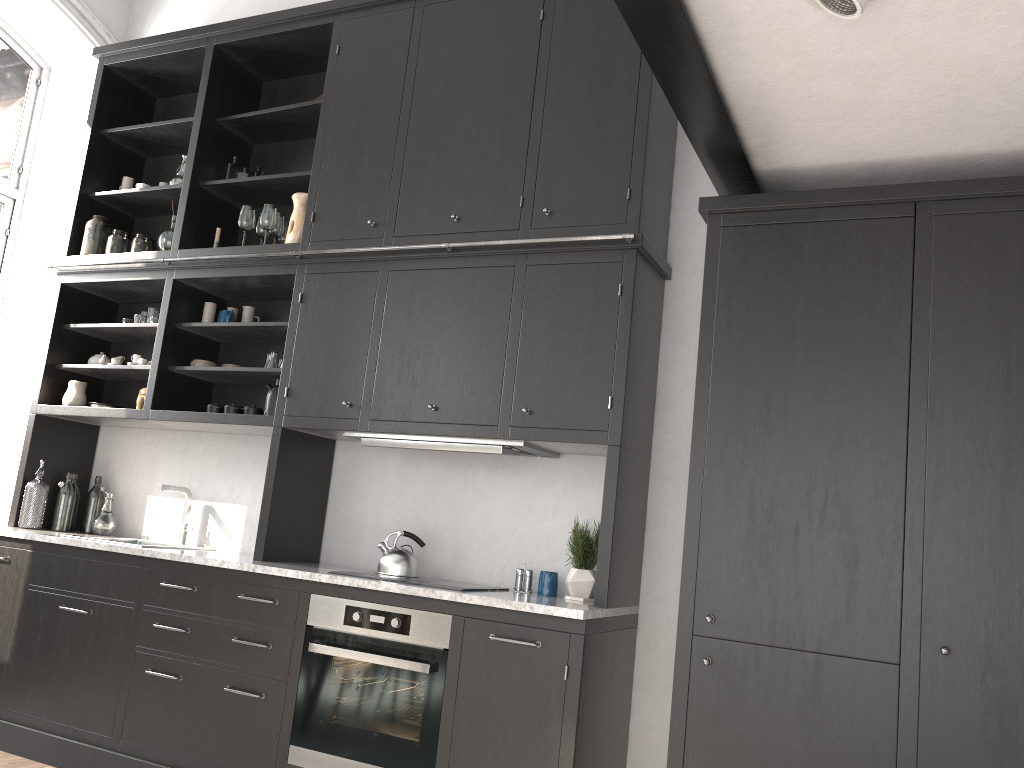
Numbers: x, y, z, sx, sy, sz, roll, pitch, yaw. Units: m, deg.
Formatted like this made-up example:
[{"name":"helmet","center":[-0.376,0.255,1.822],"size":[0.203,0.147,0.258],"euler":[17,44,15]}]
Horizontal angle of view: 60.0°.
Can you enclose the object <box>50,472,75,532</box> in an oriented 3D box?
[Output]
[{"name":"object","center":[-2.307,0.607,4.570],"size":[0.086,0.301,0.086],"euler":[4,-10,11]}]

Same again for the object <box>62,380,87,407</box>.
[{"name":"object","center":[-2.280,0.061,4.641],"size":[0.115,0.144,0.127],"euler":[5,-10,4]}]

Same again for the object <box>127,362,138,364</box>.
[{"name":"object","center":[-1.943,-0.098,4.582],"size":[0.085,0.016,0.085],"euler":[10,-11,-23]}]

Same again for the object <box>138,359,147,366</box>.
[{"name":"object","center":[-1.897,-0.101,4.538],"size":[0.049,0.054,0.039],"euler":[14,-12,-38]}]

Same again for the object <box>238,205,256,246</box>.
[{"name":"object","center":[-1.290,-0.748,4.295],"size":[0.083,0.221,0.083],"euler":[12,-11,-32]}]

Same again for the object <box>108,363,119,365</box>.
[{"name":"object","center":[-2.079,-0.093,4.656],"size":[0.085,0.017,0.085],"euler":[2,-11,21]}]

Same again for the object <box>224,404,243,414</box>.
[{"name":"object","center":[-1.300,0.122,4.140],"size":[0.104,0.059,0.088],"euler":[5,-10,4]}]

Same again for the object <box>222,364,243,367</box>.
[{"name":"object","center":[-1.393,-0.072,4.437],"size":[0.112,0.035,0.113],"euler":[10,-11,-21]}]

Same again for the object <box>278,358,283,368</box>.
[{"name":"object","center":[-1.130,-0.075,4.332],"size":[0.058,0.094,0.058],"euler":[6,-10,3]}]

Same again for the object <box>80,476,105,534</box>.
[{"name":"object","center":[-2.216,0.639,4.700],"size":[0.086,0.301,0.086],"euler":[9,-10,-18]}]

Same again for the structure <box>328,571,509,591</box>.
[{"name":"structure","center":[-0.368,0.788,3.543],"size":[0.592,0.011,0.428],"euler":[1,-11,25]}]

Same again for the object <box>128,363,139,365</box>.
[{"name":"object","center":[-1.942,-0.092,4.580],"size":[0.085,0.016,0.085],"euler":[12,-12,-32]}]

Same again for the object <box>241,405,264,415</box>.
[{"name":"object","center":[-1.200,0.129,4.116],"size":[0.088,0.059,0.104],"euler":[0,-12,34]}]

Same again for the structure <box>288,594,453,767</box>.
[{"name":"structure","center":[-0.411,1.173,3.472],"size":[0.622,0.622,0.619],"euler":[2,-11,25]}]

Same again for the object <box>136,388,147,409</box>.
[{"name":"object","center":[-1.825,0.079,4.405],"size":[0.070,0.123,0.173],"euler":[12,-11,-32]}]

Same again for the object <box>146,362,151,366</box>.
[{"name":"object","center":[-1.846,-0.090,4.559],"size":[0.049,0.040,0.056],"euler":[6,-10,-1]}]

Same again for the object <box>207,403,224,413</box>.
[{"name":"object","center":[-1.398,0.121,4.195],"size":[0.104,0.059,0.088],"euler":[4,-10,14]}]

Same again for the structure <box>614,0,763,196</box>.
[{"name":"structure","center":[1.639,-1.728,0.167],"size":[4.157,1.211,5.936],"euler":[1,-11,25]}]

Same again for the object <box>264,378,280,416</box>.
[{"name":"object","center":[-1.069,0.071,4.092],"size":[0.124,0.191,0.129],"euler":[13,-12,-36]}]

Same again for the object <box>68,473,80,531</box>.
[{"name":"object","center":[-2.338,0.624,4.689],"size":[0.086,0.301,0.086],"euler":[-2,-12,39]}]

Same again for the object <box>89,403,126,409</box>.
[{"name":"object","center":[-2.114,0.132,4.626],"size":[0.180,0.037,0.180],"euler":[4,-10,11]}]

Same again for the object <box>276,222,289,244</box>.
[{"name":"object","center":[-1.152,-0.702,4.478],"size":[0.083,0.221,0.083],"euler":[12,-11,-32]}]

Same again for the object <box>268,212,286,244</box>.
[{"name":"object","center":[-1.158,-0.726,4.344],"size":[0.083,0.221,0.083],"euler":[2,-10,24]}]

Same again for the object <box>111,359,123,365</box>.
[{"name":"object","center":[-2.077,-0.107,4.657],"size":[0.055,0.033,0.058],"euler":[6,-10,0]}]

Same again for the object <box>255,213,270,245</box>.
[{"name":"object","center":[-1.232,-0.727,4.379],"size":[0.083,0.221,0.083],"euler":[3,-10,18]}]

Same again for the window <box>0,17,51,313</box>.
[{"name":"window","center":[-3.060,-3.924,12.131],"size":[26.395,15.913,14.406],"euler":[1,-11,25]}]

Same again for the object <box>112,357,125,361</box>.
[{"name":"object","center":[-2.074,-0.127,4.660],"size":[0.058,0.047,0.055],"euler":[-2,-13,40]}]

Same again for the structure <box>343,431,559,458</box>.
[{"name":"structure","center":[-0.257,0.242,3.756],"size":[0.843,0.123,0.380],"euler":[1,-11,25]}]

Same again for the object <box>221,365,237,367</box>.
[{"name":"object","center":[-1.394,-0.064,4.436],"size":[0.123,0.035,0.124],"euler":[4,-10,13]}]

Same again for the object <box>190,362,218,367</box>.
[{"name":"object","center":[-3.317,0.234,2.006],"size":[0.792,1.840,5.835],"euler":[1,-11,30]}]

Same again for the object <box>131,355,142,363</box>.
[{"name":"object","center":[-1.944,-0.122,4.589],"size":[0.039,0.055,0.049],"euler":[15,-13,-43]}]

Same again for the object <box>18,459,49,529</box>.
[{"name":"object","center":[-2.412,0.556,4.496],"size":[0.109,0.349,0.109],"euler":[5,-9,7]}]

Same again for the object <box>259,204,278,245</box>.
[{"name":"object","center":[-1.171,-0.745,4.240],"size":[0.083,0.221,0.083],"euler":[9,-10,-17]}]

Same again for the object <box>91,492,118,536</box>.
[{"name":"object","center":[-2.114,0.676,4.621],"size":[0.120,0.219,0.132],"euler":[2,-11,26]}]

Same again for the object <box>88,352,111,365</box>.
[{"name":"object","center":[-2.205,-0.120,4.752],"size":[0.125,0.100,0.140],"euler":[5,-10,7]}]
